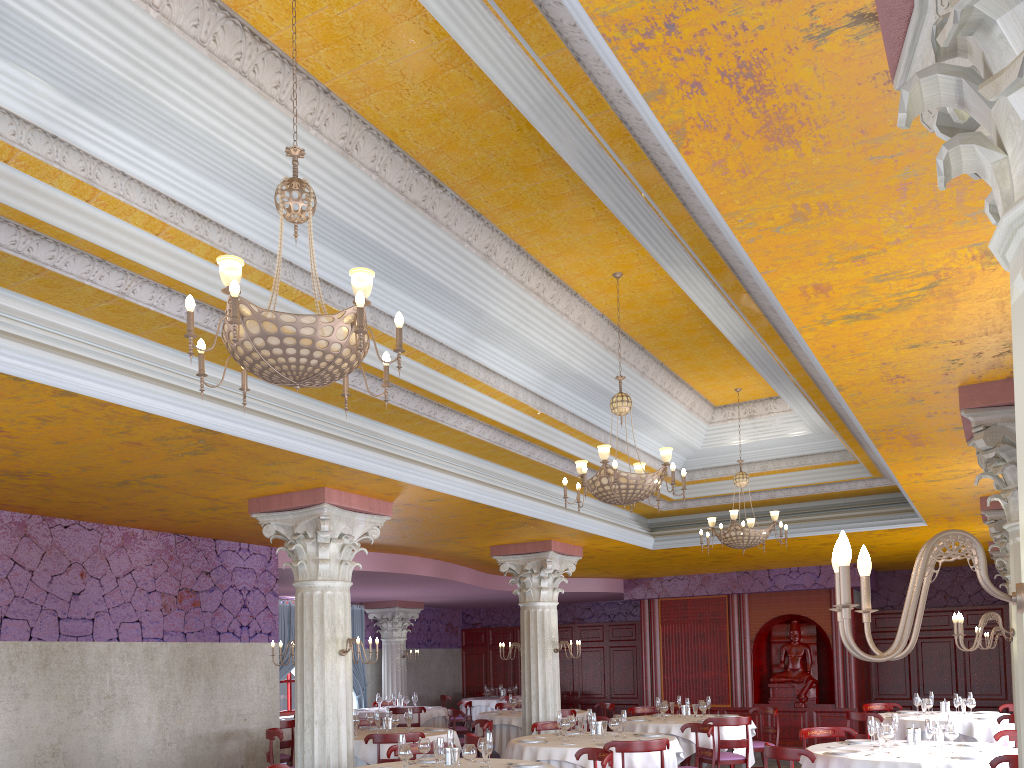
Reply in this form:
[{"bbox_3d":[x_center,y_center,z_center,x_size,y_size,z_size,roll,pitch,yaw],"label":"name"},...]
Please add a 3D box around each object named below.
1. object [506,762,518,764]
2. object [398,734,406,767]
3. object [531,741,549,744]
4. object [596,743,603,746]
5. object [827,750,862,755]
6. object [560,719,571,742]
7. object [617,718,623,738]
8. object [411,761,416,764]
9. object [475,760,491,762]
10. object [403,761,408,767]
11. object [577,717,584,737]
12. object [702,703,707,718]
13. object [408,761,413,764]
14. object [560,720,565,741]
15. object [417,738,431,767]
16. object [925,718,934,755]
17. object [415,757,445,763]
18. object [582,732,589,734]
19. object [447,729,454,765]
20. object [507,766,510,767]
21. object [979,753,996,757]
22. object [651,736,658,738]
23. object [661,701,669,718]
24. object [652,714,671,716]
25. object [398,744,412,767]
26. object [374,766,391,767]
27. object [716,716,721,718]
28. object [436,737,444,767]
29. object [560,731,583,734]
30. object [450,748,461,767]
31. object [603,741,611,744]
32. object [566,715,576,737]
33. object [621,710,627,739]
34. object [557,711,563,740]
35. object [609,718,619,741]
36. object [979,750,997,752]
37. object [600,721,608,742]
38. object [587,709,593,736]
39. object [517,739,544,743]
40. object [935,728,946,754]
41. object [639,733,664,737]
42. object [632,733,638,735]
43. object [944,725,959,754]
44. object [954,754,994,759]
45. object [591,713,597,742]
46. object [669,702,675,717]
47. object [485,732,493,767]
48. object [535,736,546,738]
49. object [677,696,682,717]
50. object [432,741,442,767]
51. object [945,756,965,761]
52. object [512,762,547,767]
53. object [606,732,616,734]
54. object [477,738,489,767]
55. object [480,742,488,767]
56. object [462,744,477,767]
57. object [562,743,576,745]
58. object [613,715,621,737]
[{"bbox_3d":[0.072,3.511,7.936,0.256,0.019,0.057,2,-17,-11],"label":"object"},{"bbox_3d":[-0.968,3.260,7.564,0.074,0.328,0.075,0,-4,-24],"label":"object"},{"bbox_3d":[0.303,4.101,9.794,0.256,0.019,0.057,2,-17,-11],"label":"object"},{"bbox_3d":[0.973,3.970,9.423,0.027,0.013,0.243,3,-18,-14],"label":"object"},{"bbox_3d":[3.154,3.500,8.130,0.317,0.023,0.323,-11,-20,28],"label":"object"},{"bbox_3d":[0.622,4.029,9.970,0.123,0.258,0.125,-4,-6,21],"label":"object"},{"bbox_3d":[1.296,4.133,10.302,0.086,0.232,0.087,-4,-6,32],"label":"object"},{"bbox_3d":[-0.937,3.629,8.204,0.022,0.003,0.265,3,-18,-15],"label":"object"},{"bbox_3d":[-0.281,3.599,8.168,0.161,0.009,0.163,13,-23,-38],"label":"object"},{"bbox_3d":[-0.926,3.268,7.439,0.086,0.232,0.087,2,-6,-35],"label":"object"},{"bbox_3d":[0.845,4.219,10.537,0.086,0.232,0.087,-4,-6,32],"label":"object"},{"bbox_3d":[2.960,5.014,13.171,0.086,0.232,0.087,-4,-6,32],"label":"object"},{"bbox_3d":[-0.973,3.618,8.192,0.054,0.019,0.269,2,-18,-10],"label":"object"},{"bbox_3d":[0.609,4.080,10.086,0.086,0.232,0.087,2,-6,-35],"label":"object"},{"bbox_3d":[-0.807,3.392,7.878,0.124,0.258,0.123,-7,-8,43],"label":"object"},{"bbox_3d":[3.875,3.273,7.955,0.074,0.328,0.075,0,-4,-24],"label":"object"},{"bbox_3d":[-0.780,3.639,8.281,0.317,0.023,0.323,-11,-20,28],"label":"object"},{"bbox_3d":[0.937,4.461,10.953,0.027,0.013,0.243,3,-18,-14],"label":"object"},{"bbox_3d":[-0.569,3.369,7.934,0.074,0.328,0.075,0,-4,-24],"label":"object"},{"bbox_3d":[-0.023,3.429,7.659,0.029,0.010,0.145,2,-18,-12],"label":"object"},{"bbox_3d":[4.287,3.332,7.681,0.054,0.019,0.269,2,-18,-10],"label":"object"},{"bbox_3d":[1.721,4.204,10.207,0.232,0.013,0.029,4,-16,-15],"label":"object"},{"bbox_3d":[2.392,5.085,13.394,0.123,0.258,0.125,-4,-6,21],"label":"object"},{"bbox_3d":[2.418,5.332,13.796,0.314,0.023,0.327,5,-19,-19],"label":"object"},{"bbox_3d":[-0.913,3.217,7.324,0.123,0.258,0.125,-4,-6,21],"label":"object"},{"bbox_3d":[-1.191,3.527,7.878,0.161,0.009,0.163,13,-23,-38],"label":"object"},{"bbox_3d":[3.176,5.122,13.175,0.029,0.010,0.145,2,-18,-12],"label":"object"},{"bbox_3d":[-0.598,3.124,7.166,0.074,0.328,0.075,0,-4,-24],"label":"object"},{"bbox_3d":[0.754,4.451,10.927,0.314,0.023,0.327,-4,-18,9],"label":"object"},{"bbox_3d":[-0.474,3.182,7.204,0.086,0.232,0.087,-2,-5,10],"label":"object"},{"bbox_3d":[1.156,3.969,9.450,0.317,0.023,0.323,-11,-20,28],"label":"object"},{"bbox_3d":[0.728,4.204,10.524,0.122,0.258,0.125,-1,-6,-1],"label":"object"},{"bbox_3d":[1.336,4.045,10.182,0.074,0.328,0.075,-1,-4,-1],"label":"object"},{"bbox_3d":[0.567,4.072,10.210,0.074,0.328,0.075,-3,-4,21],"label":"object"},{"bbox_3d":[1.177,3.983,9.865,0.122,0.258,0.125,-1,-6,-1],"label":"object"},{"bbox_3d":[4.482,3.451,8.049,0.158,0.009,0.166,2,-18,-10],"label":"object"},{"bbox_3d":[1.060,3.994,9.851,0.086,0.232,0.087,2,-6,-35],"label":"object"},{"bbox_3d":[0.966,4.181,10.580,0.074,0.328,0.075,0,-4,-24],"label":"object"},{"bbox_3d":[0.216,4.163,9.987,0.317,0.023,0.323,-11,-20,28],"label":"object"},{"bbox_3d":[3.999,3.332,7.994,0.086,0.232,0.087,-2,-5,10],"label":"object"},{"bbox_3d":[1.695,4.258,10.390,0.316,0.023,0.325,9,-20,-29],"label":"object"},{"bbox_3d":[1.607,4.324,10.582,0.256,0.019,0.057,2,-17,-11],"label":"object"},{"bbox_3d":[4.115,3.320,8.008,0.122,0.258,0.125,-1,-6,-1],"label":"object"},{"bbox_3d":[4.094,3.306,7.593,0.317,0.023,0.323,-11,-20,28],"label":"object"},{"bbox_3d":[0.937,3.936,9.812,0.074,0.328,0.075,0,-4,-24],"label":"object"},{"bbox_3d":[2.509,5.100,13.406,0.086,0.232,0.087,2,-6,-35],"label":"object"},{"bbox_3d":[-0.199,3.233,7.536,0.074,0.328,0.075,0,-4,-24],"label":"object"},{"bbox_3d":[0.343,4.339,10.524,0.158,0.009,0.166,2,-18,-10],"label":"object"},{"bbox_3d":[2.630,5.062,13.450,0.074,0.328,0.075,0,-4,-24],"label":"object"},{"bbox_3d":[-0.690,3.407,7.890,0.086,0.232,0.087,-4,-6,32],"label":"object"},{"bbox_3d":[3.911,3.308,7.566,0.027,0.013,0.243,3,-18,-14],"label":"object"},{"bbox_3d":[0.160,3.445,7.743,0.317,0.023,0.323,-11,-20,28],"label":"object"},{"bbox_3d":[1.254,4.412,10.815,0.161,0.009,0.164,-11,-20,28],"label":"object"},{"bbox_3d":[-0.252,3.346,7.772,0.124,0.258,0.123,-7,-8,43],"label":"object"},{"bbox_3d":[-0.238,3.321,7.655,0.086,0.232,0.088,0,-5,-13],"label":"object"},{"bbox_3d":[-0.358,3.171,7.218,0.124,0.258,0.123,-7,-8,43],"label":"object"},{"bbox_3d":[0.633,4.042,9.615,0.159,0.009,0.165,5,-19,-19],"label":"object"},{"bbox_3d":[1.283,4.158,10.419,0.124,0.258,0.123,-7,-8,43],"label":"object"}]
